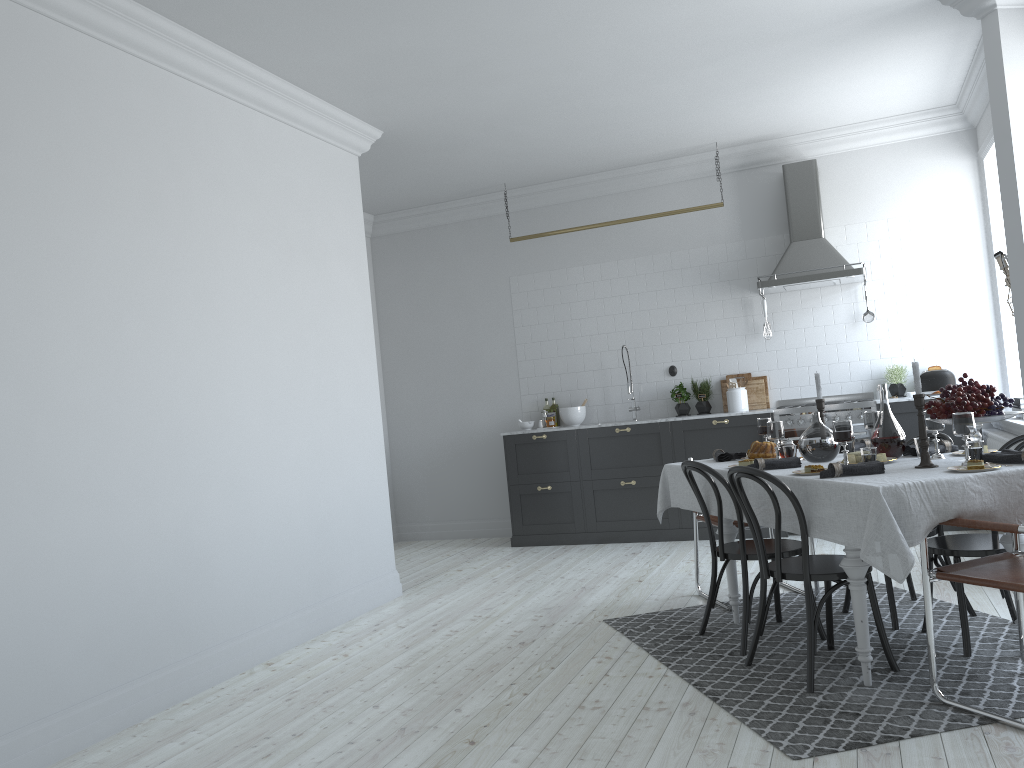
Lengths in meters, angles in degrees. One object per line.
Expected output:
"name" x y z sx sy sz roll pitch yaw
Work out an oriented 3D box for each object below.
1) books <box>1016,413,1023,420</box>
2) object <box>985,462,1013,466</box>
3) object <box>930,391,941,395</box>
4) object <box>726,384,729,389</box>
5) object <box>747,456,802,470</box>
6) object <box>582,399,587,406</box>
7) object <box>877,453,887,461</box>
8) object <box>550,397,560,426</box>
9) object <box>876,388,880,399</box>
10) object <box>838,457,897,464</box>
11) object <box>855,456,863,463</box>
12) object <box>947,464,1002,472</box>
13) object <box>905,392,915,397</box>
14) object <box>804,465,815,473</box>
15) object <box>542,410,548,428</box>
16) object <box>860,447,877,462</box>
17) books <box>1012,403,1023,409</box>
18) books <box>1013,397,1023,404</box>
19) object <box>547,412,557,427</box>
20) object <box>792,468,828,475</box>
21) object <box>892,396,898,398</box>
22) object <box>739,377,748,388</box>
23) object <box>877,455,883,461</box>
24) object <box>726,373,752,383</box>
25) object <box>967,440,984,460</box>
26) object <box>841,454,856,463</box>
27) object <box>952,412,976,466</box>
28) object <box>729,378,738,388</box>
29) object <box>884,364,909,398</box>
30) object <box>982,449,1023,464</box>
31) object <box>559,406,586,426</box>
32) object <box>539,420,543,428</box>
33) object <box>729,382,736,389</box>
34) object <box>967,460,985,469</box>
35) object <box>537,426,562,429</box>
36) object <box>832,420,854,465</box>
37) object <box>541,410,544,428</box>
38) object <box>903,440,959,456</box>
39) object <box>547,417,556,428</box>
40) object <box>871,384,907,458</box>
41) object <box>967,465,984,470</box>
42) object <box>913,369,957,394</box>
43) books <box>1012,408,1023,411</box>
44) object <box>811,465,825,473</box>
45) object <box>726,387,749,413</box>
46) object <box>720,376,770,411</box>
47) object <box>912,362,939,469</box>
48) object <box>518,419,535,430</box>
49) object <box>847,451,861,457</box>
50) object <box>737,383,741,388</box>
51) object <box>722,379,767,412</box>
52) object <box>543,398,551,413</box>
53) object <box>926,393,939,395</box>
"books" 3.674 0.209 6.172 0.259 0.044 0.351 -6 -2 23
"object" 1.879 0.309 3.419 0.031 0.012 0.131 -5 -2 -17
"object" 3.346 0.070 6.968 0.074 0.031 0.119 -4 -2 -36
"object" 1.930 0.116 7.735 0.061 0.251 0.117 -4 -2 -39
"object" 1.234 0.369 4.142 0.247 0.061 0.165 -5 -2 -30
"object" 0.634 0.260 8.303 0.209 0.232 0.042 -5 -2 -28
"object" 1.658 0.332 4.003 0.039 0.040 0.077 -5 -2 0
"object" 0.417 0.269 8.459 0.089 0.282 0.082 -6 -2 21
"object" 3.071 0.078 7.377 0.072 0.095 0.072 -5 -2 -24
"object" 1.599 0.351 3.991 0.251 0.018 0.251 -6 -2 21
"object" 1.560 0.341 3.944 0.077 0.040 0.040 -7 -2 40
"object" 1.744 0.319 3.344 0.182 0.013 0.182 -6 -2 31
"object" 3.135 0.084 6.969 0.072 0.040 0.070 -6 -2 13
"object" 1.280 0.364 3.793 0.057 0.037 0.021 -6 -2 2
"object" 0.318 0.331 8.370 0.059 0.172 0.059 -4 -2 -38
"object" 1.490 0.313 3.697 0.066 0.094 0.066 -6 -2 10
"books" 3.670 0.140 6.173 0.287 0.031 0.351 -6 -2 21
"books" 3.667 0.107 6.187 0.259 0.038 0.325 -6 -2 23
"object" 0.381 0.342 8.420 0.077 0.141 0.044 -6 -2 21
"object" 1.291 0.376 3.784 0.182 0.013 0.182 -7 -2 36
"object" 3.110 0.110 7.267 0.091 0.018 0.062 -6 -2 18
"object" 2.005 0.088 7.753 0.131 0.296 0.056 -5 -2 0
"object" 1.616 0.338 3.959 0.040 0.039 0.077 -5 -2 -9
"object" 2.021 0.076 7.854 0.220 0.330 0.041 -6 -2 21
"object" 1.847 0.274 3.533 0.066 0.094 0.066 -6 -2 10
"object" 1.508 0.336 3.980 0.039 0.040 0.078 -5 -2 -4
"object" 1.781 0.220 3.482 0.083 0.215 0.083 -6 -2 26
"object" 1.962 0.093 7.740 0.064 0.290 0.141 -5 -2 -5
"object" 3.174 -0.028 7.321 0.210 0.283 0.220 -7 -2 34
"object" 1.988 0.277 3.448 0.165 0.061 0.247 -5 -2 -30
"object" 0.571 0.305 8.297 0.247 0.175 0.247 -7 -2 34
"object" 0.270 0.379 8.341 0.046 0.084 0.046 -6 -2 7
"object" 1.915 0.112 7.716 0.054 0.262 0.149 -5 -2 -4
"object" 1.762 0.306 3.370 0.057 0.037 0.021 -7 -2 42
"object" 0.358 0.412 8.392 0.180 0.008 0.272 -6 -2 21
"object" 1.417 0.264 3.780 0.083 0.215 0.083 -6 -2 26
"object" 0.312 0.333 8.435 0.059 0.172 0.059 -4 -2 -38
"object" 1.953 0.302 4.170 0.247 0.061 0.165 -5 -2 -30
"object" 0.366 0.360 8.315 0.078 0.101 0.078 -4 -2 -41
"object" 1.743 0.174 4.128 0.152 0.352 0.152 -5 -2 -18
"object" 1.742 0.315 3.333 0.057 0.021 0.037 -6 -2 21
"object" 3.442 -0.018 7.221 0.326 0.207 0.219 -6 -2 26
"books" 3.666 0.172 6.187 0.259 0.031 0.328 -6 -2 19
"object" 1.294 0.361 3.755 0.051 0.039 0.036 -5 -2 -29
"object" 1.964 0.139 7.728 0.174 0.208 0.174 -6 -2 16
"object" 2.069 0.091 7.870 0.400 0.290 0.030 -6 -2 21
"object" 1.663 0.124 3.608 0.089 0.432 0.089 -7 -2 43
"object" 0.144 0.382 8.420 0.159 0.110 0.172 -6 -2 16
"object" 1.579 0.335 4.025 0.100 0.056 0.056 -7 -2 38
"object" 2.001 0.111 7.758 0.050 0.247 0.114 -5 -2 -14
"object" 2.046 0.107 7.819 0.360 0.261 0.053 -6 -2 21
"object" 0.343 0.277 8.493 0.066 0.282 0.066 -6 -2 16
"object" 3.296 0.081 6.950 0.018 0.008 0.209 -4 -2 -34
